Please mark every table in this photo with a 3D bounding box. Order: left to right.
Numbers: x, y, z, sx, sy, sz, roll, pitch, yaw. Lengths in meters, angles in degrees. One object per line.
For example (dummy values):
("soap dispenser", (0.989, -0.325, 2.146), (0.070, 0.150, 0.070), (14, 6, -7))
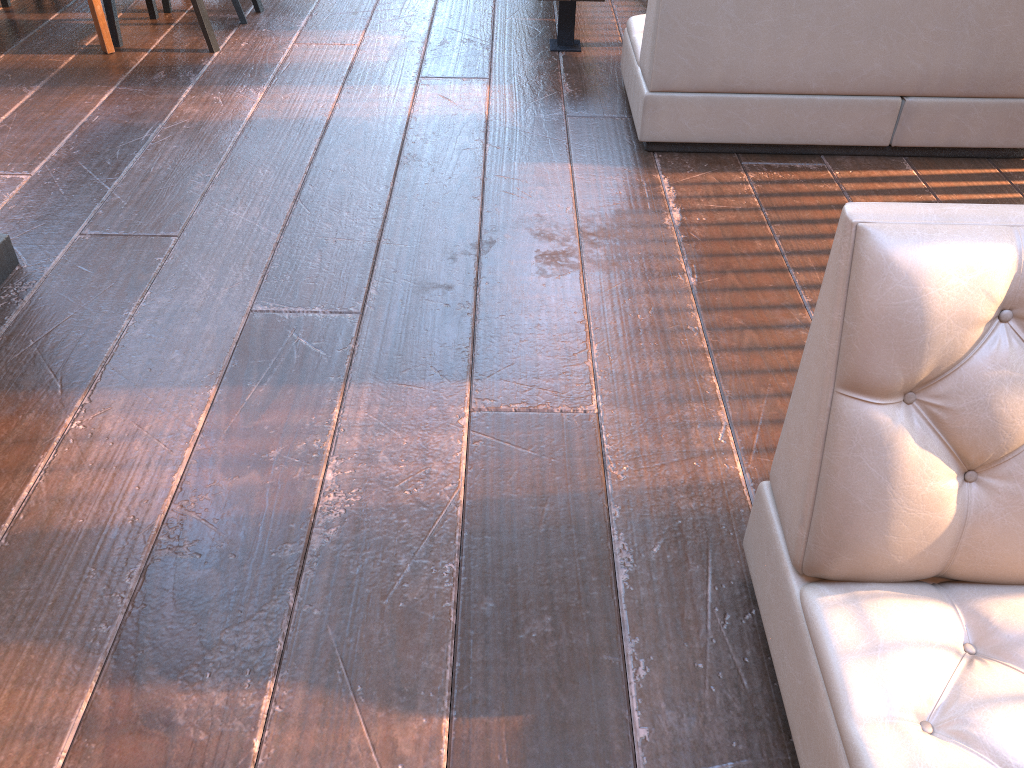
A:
("table", (-2.260, -2.578, 4.834), (0.950, 0.707, 2.511), (1, 39, 0))

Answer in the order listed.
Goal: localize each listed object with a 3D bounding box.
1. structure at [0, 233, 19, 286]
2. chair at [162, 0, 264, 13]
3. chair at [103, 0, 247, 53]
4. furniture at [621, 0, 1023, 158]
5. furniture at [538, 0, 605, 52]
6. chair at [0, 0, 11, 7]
("structure", (-2.257, -1.290, 0.973), (2.716, 3.578, 2.943), (6, 39, 6))
("chair", (-1.585, -2.479, 4.508), (0.539, 0.987, 0.493), (-2, 38, -4))
("chair", (-1.623, -2.115, 4.059), (0.539, 0.987, 0.493), (4, 38, 3))
("furniture", (1.347, -2.538, 4.786), (1.709, 0.832, 4.294), (1, 39, 0))
("furniture", (0.265, -2.382, 4.918), (0.313, 0.386, 2.405), (1, 39, 0))
("chair", (-2.887, -2.501, 4.499), (0.539, 0.987, 0.493), (-2, 38, -4))
